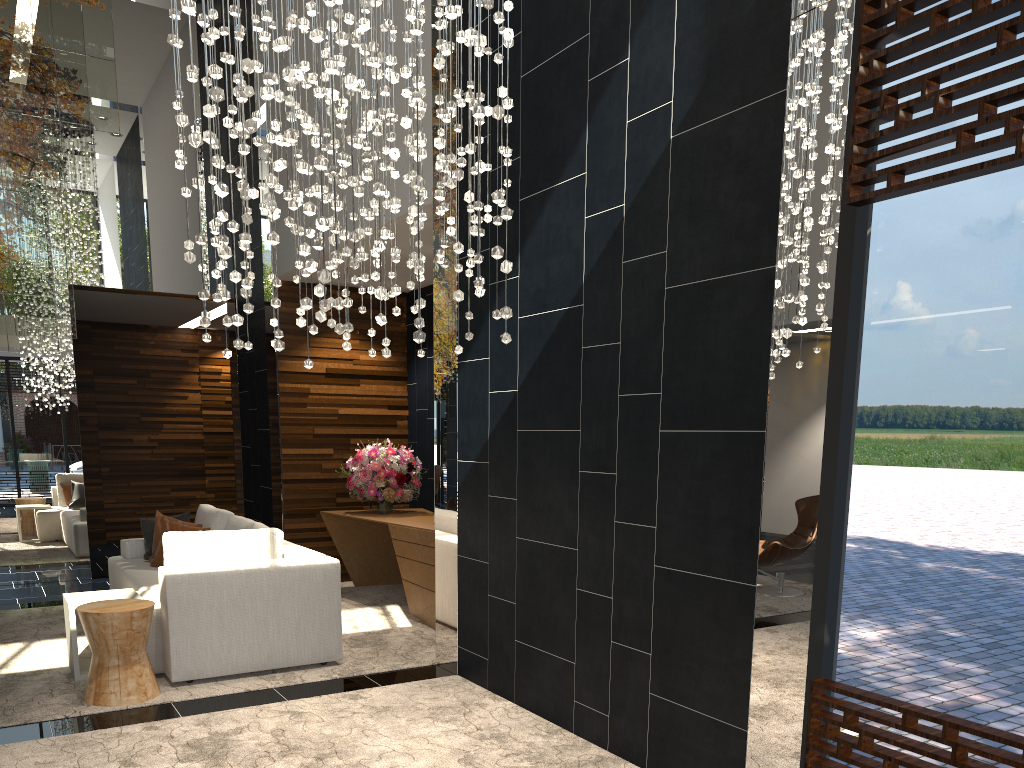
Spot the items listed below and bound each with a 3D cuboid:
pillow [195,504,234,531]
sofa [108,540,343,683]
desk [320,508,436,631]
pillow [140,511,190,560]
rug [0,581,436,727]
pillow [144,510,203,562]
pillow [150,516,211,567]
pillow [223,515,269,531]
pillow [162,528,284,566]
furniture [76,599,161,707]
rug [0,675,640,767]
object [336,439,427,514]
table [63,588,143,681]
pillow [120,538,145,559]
[{"bbox_3d":[-2.403,1.204,6.873,0.246,0.462,0.709,-4,3,-32],"label":"pillow"},{"bbox_3d":[-2.344,1.470,6.267,1.286,0.697,2.813,1,-2,-32],"label":"sofa"},{"bbox_3d":[-0.773,1.524,7.334,0.986,0.764,2.214,-1,-1,-32],"label":"desk"},{"bbox_3d":[-2.814,1.231,7.004,0.553,0.426,0.249,1,6,16],"label":"pillow"},{"bbox_3d":[-2.740,1.804,6.020,5.883,0.006,3.171,3,-4,-31],"label":"rug"},{"bbox_3d":[-2.680,1.219,6.833,0.547,0.442,0.237,1,7,23],"label":"pillow"},{"bbox_3d":[-2.573,1.234,6.644,0.517,0.424,0.263,2,6,29],"label":"pillow"},{"bbox_3d":[-1.935,1.172,6.119,0.288,0.446,0.709,-3,2,-31],"label":"pillow"},{"bbox_3d":[-1.769,1.121,5.307,0.709,0.470,0.213,0,7,-30],"label":"pillow"},{"bbox_3d":[-2.161,1.472,4.748,0.392,0.534,0.382,1,5,4],"label":"furniture"},{"bbox_3d":[-1.179,1.668,3.422,3.406,0.006,2.305,3,-4,-31],"label":"rug"},{"bbox_3d":[-1.148,0.825,7.738,0.685,0.693,0.651,-2,5,-40],"label":"object"},{"bbox_3d":[-2.497,1.526,5.291,0.398,0.477,0.393,-2,5,-31],"label":"table"},{"bbox_3d":[-2.951,1.368,7.261,0.621,0.155,0.236,2,-1,-36],"label":"pillow"}]
